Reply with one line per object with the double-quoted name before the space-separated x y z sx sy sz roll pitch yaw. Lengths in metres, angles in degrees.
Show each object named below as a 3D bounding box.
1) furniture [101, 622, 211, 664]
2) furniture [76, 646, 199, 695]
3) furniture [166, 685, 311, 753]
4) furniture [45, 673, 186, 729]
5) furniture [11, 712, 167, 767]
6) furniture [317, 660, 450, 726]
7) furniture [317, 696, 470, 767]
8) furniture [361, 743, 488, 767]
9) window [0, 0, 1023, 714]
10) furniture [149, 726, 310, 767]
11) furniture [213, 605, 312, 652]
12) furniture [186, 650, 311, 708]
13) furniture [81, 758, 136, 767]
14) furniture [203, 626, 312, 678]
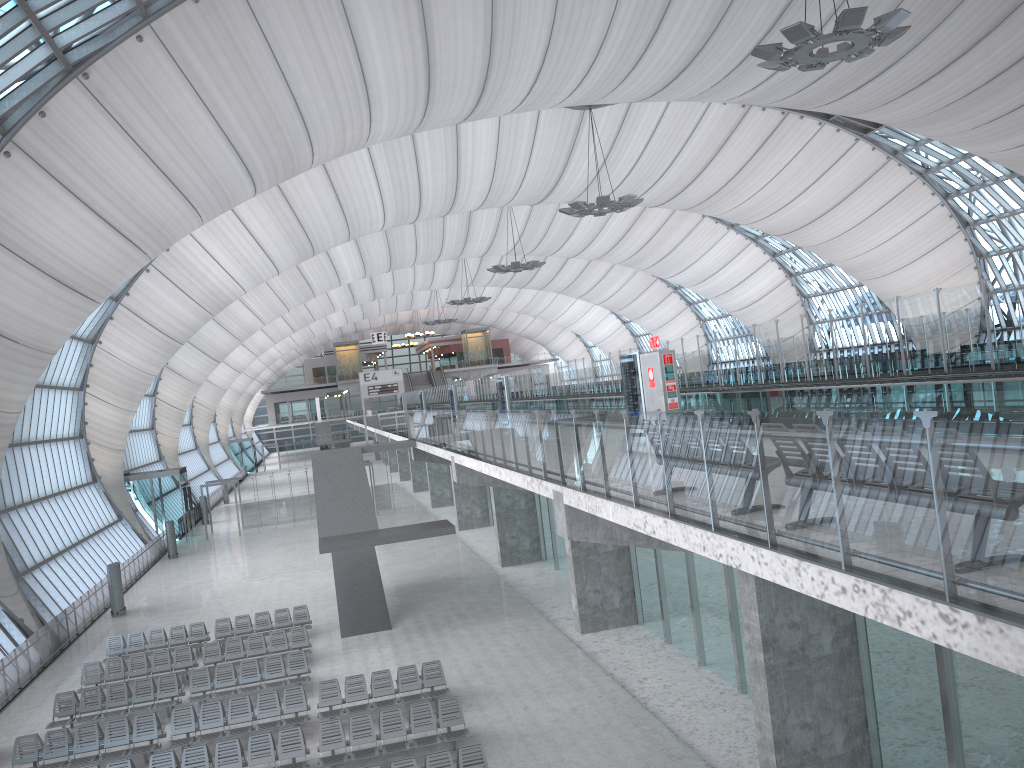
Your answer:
"furniture" -9.864 7.289 24.699 2.705 0.913 1.572 -7 0 -13
"furniture" -9.293 7.213 22.122 2.705 0.913 1.572 -7 0 -13
"furniture" -5.450 6.750 17.842 2.705 0.913 1.572 -7 0 -13
"furniture" -8.786 7.145 19.829 2.705 0.913 1.572 -7 0 -13
"furniture" -8.209 7.069 17.223 2.705 0.913 1.572 -7 0 -13
"furniture" -2.692 6.431 18.462 2.705 0.913 1.572 -7 0 -13
"furniture" -2.173 6.362 16.119 2.705 0.913 1.572 -7 0 -13
"furniture" -1.654 6.293 13.775 2.705 0.913 1.572 -7 0 -13
"window" -3.232 -2.770 77.803 50.537 20.004 167.818 -7 0 -13
"furniture" -4.932 6.681 15.499 2.705 0.913 1.572 -7 0 -13
"furniture" -7.105 6.970 25.319 2.705 0.913 1.572 -7 0 -13
"furniture" -6.027 6.826 20.449 2.705 0.913 1.572 -7 0 -13
"furniture" -7.691 7.000 14.879 2.705 0.913 1.572 -7 0 -13
"furniture" -6.535 6.894 22.742 2.705 0.913 1.572 -7 0 -13
